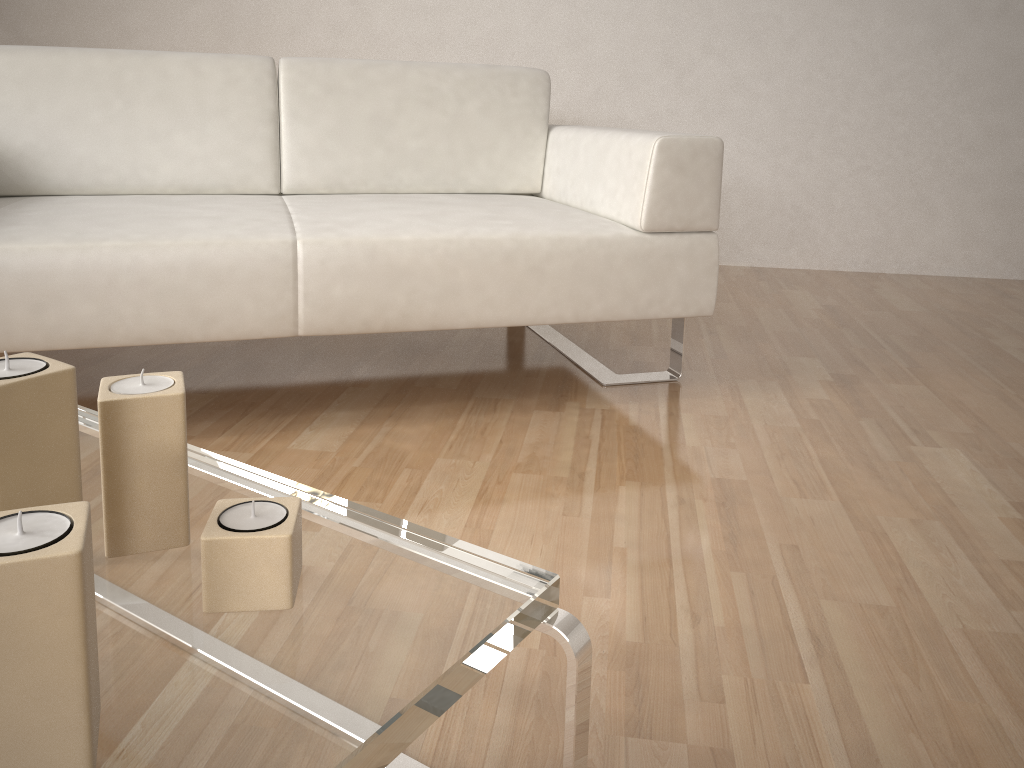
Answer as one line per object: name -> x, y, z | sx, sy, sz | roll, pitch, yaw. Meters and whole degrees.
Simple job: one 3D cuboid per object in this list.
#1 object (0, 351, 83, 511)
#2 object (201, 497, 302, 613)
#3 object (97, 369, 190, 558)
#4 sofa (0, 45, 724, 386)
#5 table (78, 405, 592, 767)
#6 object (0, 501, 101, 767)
object -> -0.365, 0.070, 0.643 | 0.068, 0.191, 0.068 | 8, 12, 32
object -> -0.200, 0.125, 0.680 | 0.067, 0.072, 0.069 | 0, 13, -7
object -> -0.316, 0.060, 0.753 | 0.067, 0.147, 0.069 | -3, 12, -22
sofa -> -0.529, -0.398, 2.033 | 1.785, 0.718, 0.935 | -4, 15, -17
table -> -0.459, 0.294, 0.642 | 0.804, 0.242, 0.717 | 12, 20, 31
object -> -0.275, 0.142, 0.497 | 0.067, 0.146, 0.069 | -3, 12, -22
